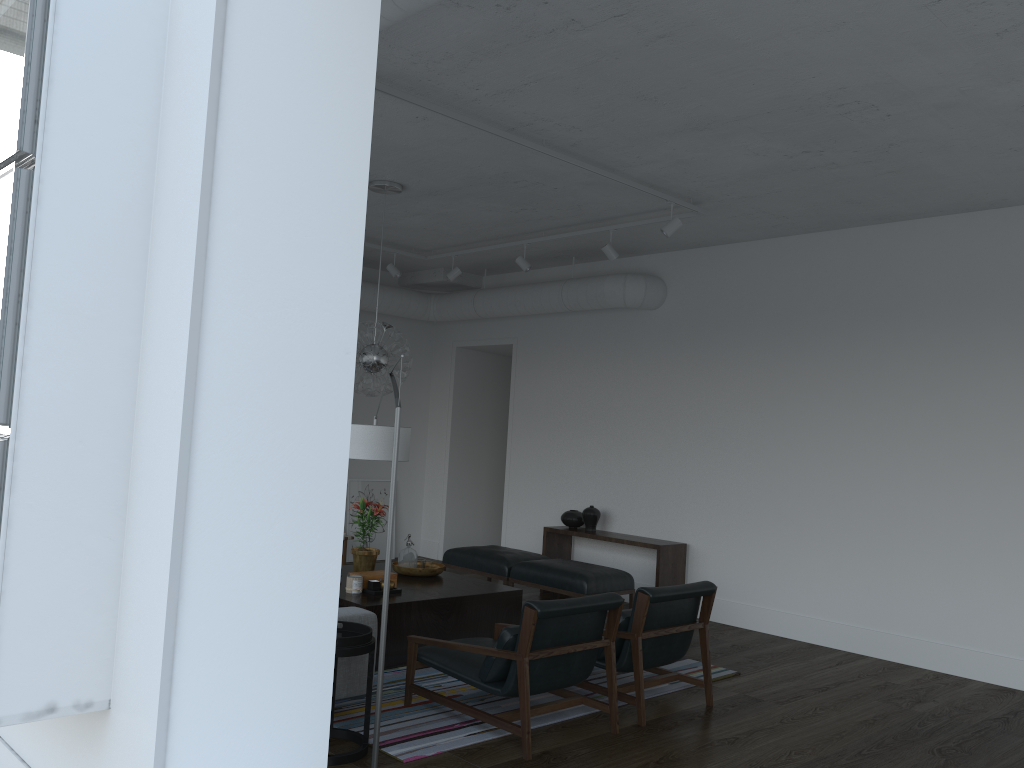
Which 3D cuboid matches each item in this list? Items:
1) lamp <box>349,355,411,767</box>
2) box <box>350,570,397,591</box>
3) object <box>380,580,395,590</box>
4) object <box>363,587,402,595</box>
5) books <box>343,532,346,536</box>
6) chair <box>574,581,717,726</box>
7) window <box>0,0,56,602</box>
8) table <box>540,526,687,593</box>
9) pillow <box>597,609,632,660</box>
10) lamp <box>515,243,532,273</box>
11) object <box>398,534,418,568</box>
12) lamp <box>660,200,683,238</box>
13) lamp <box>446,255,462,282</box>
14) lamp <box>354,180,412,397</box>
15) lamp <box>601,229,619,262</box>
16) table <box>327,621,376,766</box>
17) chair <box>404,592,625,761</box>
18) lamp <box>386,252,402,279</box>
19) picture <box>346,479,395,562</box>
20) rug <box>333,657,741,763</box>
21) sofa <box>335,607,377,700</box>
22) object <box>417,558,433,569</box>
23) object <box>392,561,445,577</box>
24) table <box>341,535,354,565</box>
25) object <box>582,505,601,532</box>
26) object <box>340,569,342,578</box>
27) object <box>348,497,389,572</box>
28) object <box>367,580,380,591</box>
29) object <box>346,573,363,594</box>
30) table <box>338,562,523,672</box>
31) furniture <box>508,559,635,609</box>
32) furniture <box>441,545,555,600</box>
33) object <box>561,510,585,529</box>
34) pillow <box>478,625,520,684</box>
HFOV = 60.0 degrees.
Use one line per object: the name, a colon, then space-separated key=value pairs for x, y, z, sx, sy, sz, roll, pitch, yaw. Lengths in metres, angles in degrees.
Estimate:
lamp: x=-0.706 y=0.799 z=4.439 sx=0.432 sy=1.738 sz=2.162 roll=4 pitch=-3 yaw=-10
box: x=-0.916 y=1.293 z=5.839 sx=0.294 sy=0.093 sz=0.169 roll=7 pitch=-5 yaw=-44
object: x=-0.806 y=1.282 z=5.710 sx=0.103 sy=0.077 sz=0.103 roll=2 pitch=-4 yaw=18
object: x=-0.831 y=1.324 z=5.685 sx=0.214 sy=0.023 sz=0.130 roll=7 pitch=-5 yaw=-44
books: x=-1.857 y=1.530 z=9.113 sx=0.267 sy=0.032 sz=0.185 roll=0 pitch=-5 yaw=44
chair: x=0.593 y=1.446 z=5.165 sx=0.678 sy=0.698 sz=0.983 roll=7 pitch=-5 yaw=-44
window: x=-2.949 y=-0.247 z=4.131 sx=0.107 sy=2.340 sz=4.566 roll=7 pitch=-5 yaw=-44
table: x=0.887 y=1.672 z=8.012 sx=0.375 sy=0.617 sz=1.362 roll=7 pitch=-5 yaw=-44
pillow: x=0.727 y=1.398 z=5.023 sx=0.612 sy=0.293 sz=0.246 roll=7 pitch=-5 yaw=-44
lamp: x=0.106 y=-1.119 z=7.787 sx=0.154 sy=0.285 sz=0.094 roll=2 pitch=-4 yaw=19
object: x=-0.759 y=1.241 z=6.488 sx=0.143 sy=0.288 sz=0.143 roll=2 pitch=-4 yaw=18
lamp: x=1.112 y=-1.155 z=6.170 sx=0.154 sy=0.285 sz=0.088 roll=3 pitch=-3 yaw=1
lamp: x=-0.553 y=-1.117 z=8.484 sx=0.154 sy=0.285 sz=0.104 roll=4 pitch=-3 yaw=-4
lamp: x=-0.969 y=-0.681 z=6.434 sx=0.552 sy=1.546 sz=0.552 roll=1 pitch=-4 yaw=34
lamp: x=0.788 y=-1.121 z=7.077 sx=0.154 sy=0.285 sz=0.100 roll=5 pitch=-4 yaw=-21
table: x=-0.819 y=1.372 z=3.983 sx=0.379 sy=0.536 sz=0.379 roll=5 pitch=-4 yaw=-27
chair: x=-0.011 y=1.375 z=4.582 sx=0.678 sy=0.698 sz=0.983 roll=7 pitch=-5 yaw=-44
lamp: x=-1.130 y=-1.150 z=8.511 sx=0.154 sy=0.285 sz=0.093 roll=2 pitch=-4 yaw=24
picture: x=-1.553 y=1.499 z=9.791 sx=0.637 sy=0.884 sz=0.093 roll=7 pitch=-5 yaw=-44
rug: x=-0.797 y=1.767 z=6.167 sx=2.735 sy=0.012 sz=3.760 roll=7 pitch=-5 yaw=-44
sofa: x=-1.900 y=1.293 z=5.001 sx=0.991 sy=0.684 sz=2.541 roll=7 pitch=-5 yaw=-44
object: x=-0.656 y=1.349 z=6.564 sx=0.085 sy=0.089 sz=0.195 roll=6 pitch=-4 yaw=-34
object: x=-0.688 y=1.359 z=6.508 sx=0.383 sy=0.068 sz=0.383 roll=4 pitch=-3 yaw=-1
table: x=-1.969 y=1.703 z=8.985 sx=0.605 sy=0.345 sz=0.405 roll=7 pitch=-5 yaw=-44
object: x=0.738 y=1.251 z=8.262 sx=0.171 sy=0.236 sz=0.171 roll=6 pitch=-4 yaw=-39
object: x=-1.213 y=1.288 z=6.076 sx=0.102 sy=0.098 sz=0.102 roll=4 pitch=-3 yaw=-5
object: x=-1.034 y=1.083 z=6.332 sx=0.275 sy=0.558 sz=0.284 roll=3 pitch=-3 yaw=8
object: x=-0.883 y=1.286 z=5.664 sx=0.058 sy=0.055 sz=0.058 roll=7 pitch=-5 yaw=-44
object: x=-0.995 y=1.265 z=5.631 sx=0.117 sy=0.116 sz=0.106 roll=2 pitch=-4 yaw=26
table: x=-0.877 y=1.558 z=6.142 sx=1.306 sy=0.394 sz=1.362 roll=7 pitch=-5 yaw=-44
furniture: x=0.466 y=1.660 z=7.035 sx=0.583 sy=0.476 sz=0.827 roll=7 pitch=-5 yaw=-44
furniture: x=-0.126 y=1.660 z=7.649 sx=0.584 sy=0.478 sz=0.828 roll=7 pitch=-5 yaw=-44
object: x=0.585 y=1.286 z=8.435 sx=0.245 sy=0.168 sz=0.245 roll=1 pitch=-4 yaw=38
pillow: x=0.123 y=1.327 z=4.440 sx=0.612 sy=0.293 sz=0.246 roll=7 pitch=-5 yaw=-44
